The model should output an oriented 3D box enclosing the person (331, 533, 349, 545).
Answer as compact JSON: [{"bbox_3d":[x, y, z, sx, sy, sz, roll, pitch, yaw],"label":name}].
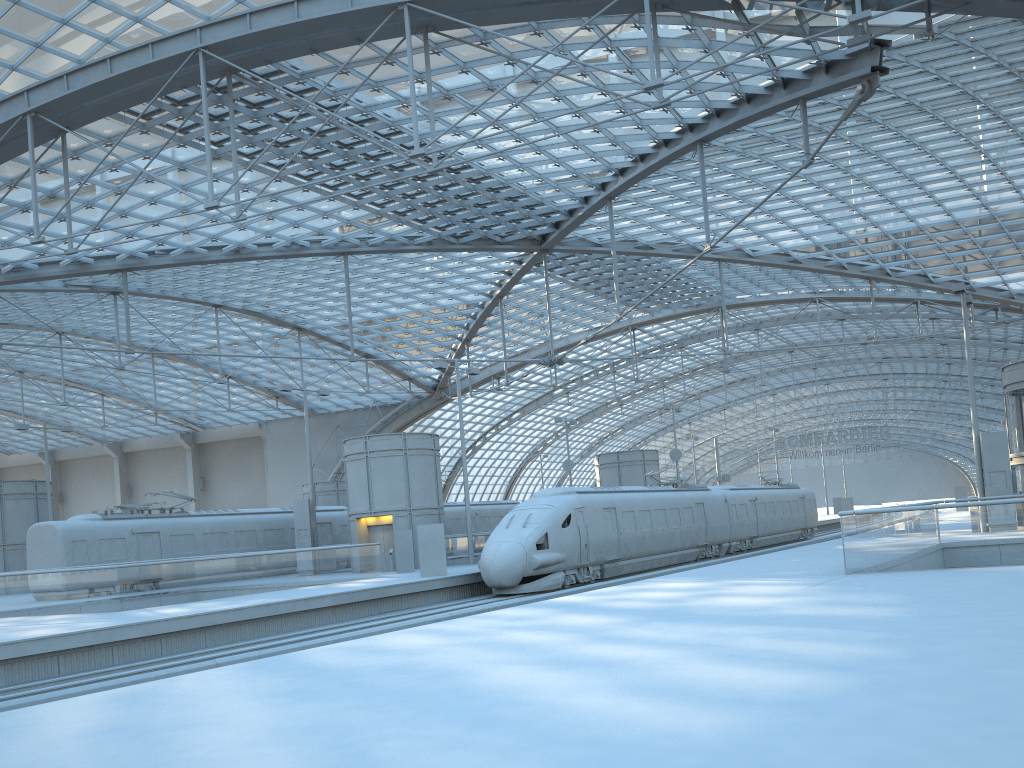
[{"bbox_3d":[-7.926,7.841,40.888,0.828,1.726,0.001,-5,-2,6],"label":"person"}]

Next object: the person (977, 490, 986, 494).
[{"bbox_3d":[35.143,8.538,65.669,0.001,1.606,0.814,-4,-3,-14],"label":"person"}]

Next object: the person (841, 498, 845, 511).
[{"bbox_3d":[33.700,12.318,88.573,0.881,1.700,0.001,-6,-2,32],"label":"person"}]

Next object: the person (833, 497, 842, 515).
[{"bbox_3d":[34.422,12.931,93.090,0.905,1.793,0.001,-6,-2,27],"label":"person"}]

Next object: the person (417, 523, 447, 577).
[{"bbox_3d":[-2.533,5.336,28.094,0.876,1.700,0.001,-5,-2,6],"label":"person"}]

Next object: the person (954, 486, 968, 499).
[{"bbox_3d":[31.552,8.071,61.603,0.001,1.793,0.909,-3,-3,-33],"label":"person"}]

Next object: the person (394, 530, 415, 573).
[{"bbox_3d":[-3.958,6.192,32.396,0.712,1.607,0.001,-5,-2,11],"label":"person"}]

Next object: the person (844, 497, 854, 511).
[{"bbox_3d":[32.640,11.844,85.049,0.832,1.726,0.001,-6,-2,32],"label":"person"}]
